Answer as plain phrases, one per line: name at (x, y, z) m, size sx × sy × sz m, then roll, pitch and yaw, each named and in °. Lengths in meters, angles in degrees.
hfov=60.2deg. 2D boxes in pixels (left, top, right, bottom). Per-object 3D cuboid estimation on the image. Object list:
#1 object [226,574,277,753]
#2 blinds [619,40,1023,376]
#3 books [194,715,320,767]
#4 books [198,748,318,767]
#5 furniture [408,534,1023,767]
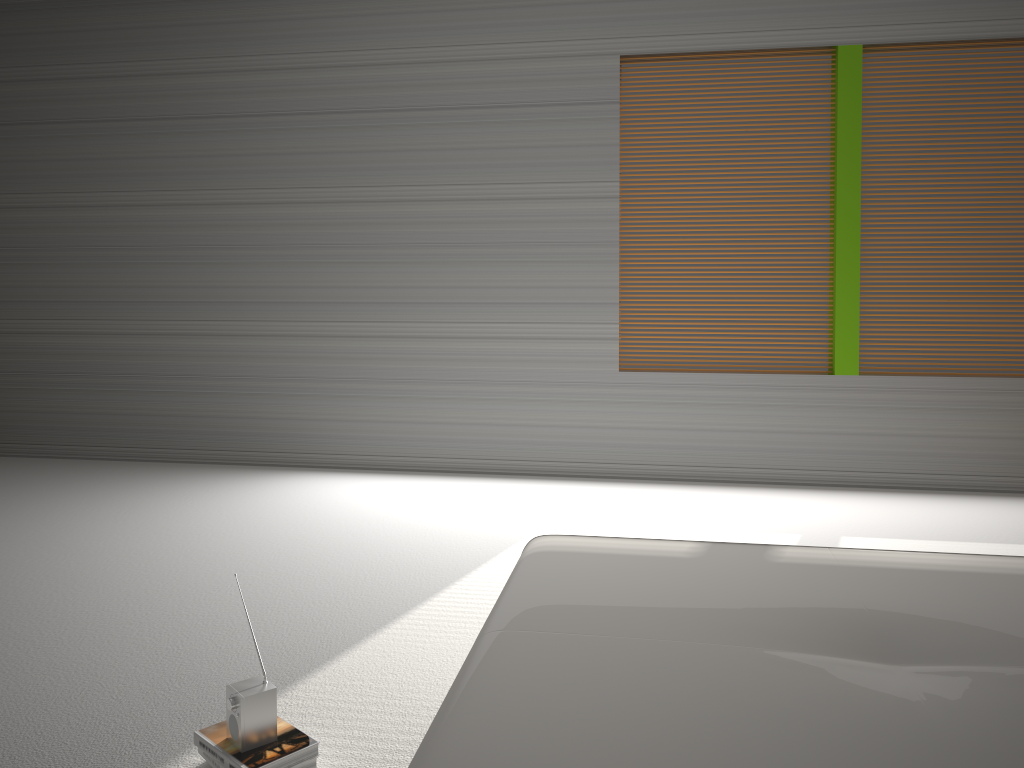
object at (-0.660, 0.673, 2.168) m, size 0.090 × 0.365 × 0.186 m, roll -2°, pitch 3°, yaw -39°
blinds at (1.936, -0.971, 5.274) m, size 3.530 × 2.041 × 0.012 m, roll 1°, pitch 2°, yaw 10°
books at (-0.622, 0.873, 2.147) m, size 0.265 × 0.032 × 0.189 m, roll 6°, pitch 9°, yaw 44°
books at (-0.622, 0.905, 2.156) m, size 0.189 × 0.032 × 0.265 m, roll -5°, pitch 8°, yaw -41°
furniture at (0.632, 0.793, 1.237) m, size 1.612 × 0.520 × 2.180 m, roll 1°, pitch 6°, yaw 10°
